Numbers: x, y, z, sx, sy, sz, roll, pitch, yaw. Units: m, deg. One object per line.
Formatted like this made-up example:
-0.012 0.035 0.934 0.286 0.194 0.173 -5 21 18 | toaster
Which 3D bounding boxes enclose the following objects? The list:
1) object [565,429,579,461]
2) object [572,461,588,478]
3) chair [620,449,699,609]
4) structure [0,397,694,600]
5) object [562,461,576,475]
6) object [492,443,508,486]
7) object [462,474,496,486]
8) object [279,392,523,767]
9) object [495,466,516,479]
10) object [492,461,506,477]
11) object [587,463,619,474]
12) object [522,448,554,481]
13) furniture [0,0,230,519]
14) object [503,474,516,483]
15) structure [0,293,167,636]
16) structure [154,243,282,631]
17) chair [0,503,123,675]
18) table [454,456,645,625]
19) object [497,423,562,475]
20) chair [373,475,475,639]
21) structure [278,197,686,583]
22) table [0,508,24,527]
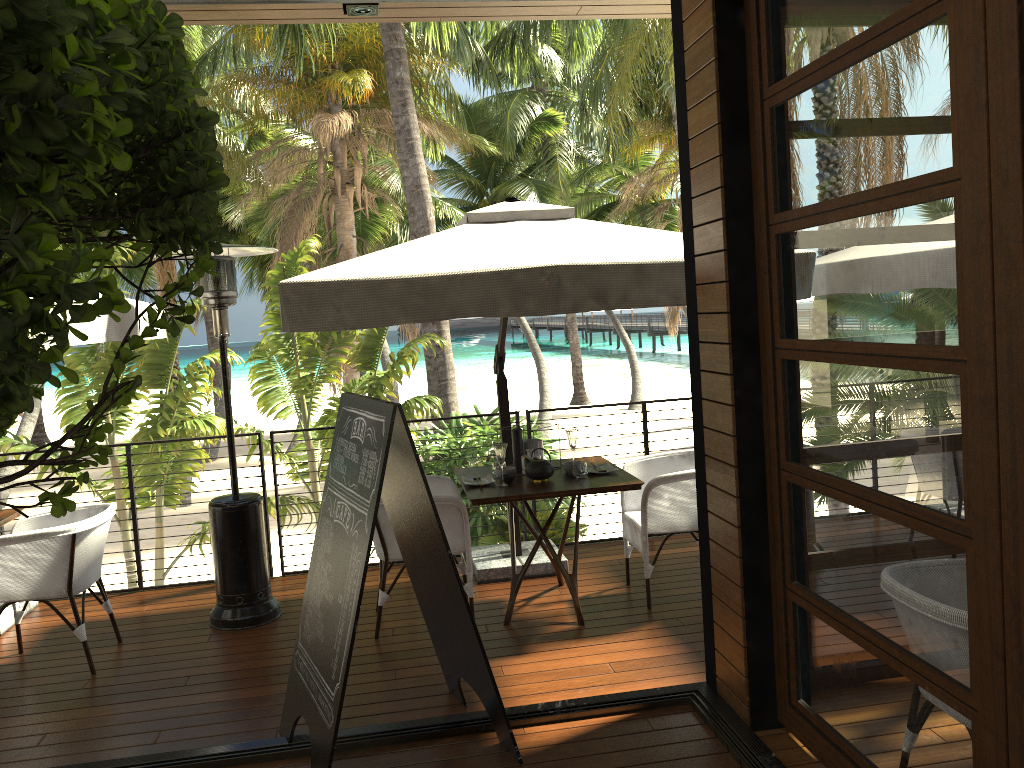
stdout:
0.357 0.380 5.174 0.082 0.226 0.082 -4 4 -8 | object
0.377 0.474 4.903 0.086 0.086 0.086 -4 4 -4 | object
0.990 0.816 5.147 0.617 0.787 0.628 -4 4 -7 | chair
-7.671 1.360 5.073 26.271 1.152 0.163 -4 4 -9 | structure
0.344 0.479 5.010 0.116 0.065 0.116 -4 4 -4 | object
-0.059 0.437 4.806 0.082 0.226 0.082 -4 4 -8 | object
-0.181 0.541 4.912 0.170 0.025 0.295 -4 5 -8 | object
-0.510 0.744 3.465 0.772 1.395 0.769 -5 4 -24 | object
-0.035 0.506 4.981 0.116 0.065 0.116 -4 4 -4 | object
-0.073 0.489 5.086 0.086 0.086 0.086 -4 4 -4 | object
0.493 0.484 5.082 0.170 0.025 0.295 -4 5 -8 | object
0.150 0.442 4.914 0.163 0.178 0.168 -4 4 -10 | object
-1.560 0.382 0.802 2.722 2.719 2.569 -8 6 -43 | furniture
-0.019 0.524 4.885 0.080 0.042 0.080 -5 5 -17 | object
-3.256 0.364 4.579 2.414 2.330 2.416 -4 4 -8 | structure
-1.628 0.279 5.124 0.700 2.190 0.700 -5 4 -21 | structure
-2.394 1.076 4.639 0.617 0.787 0.628 -4 4 -7 | chair
0.194 0.893 5.058 0.932 0.748 0.932 -4 4 -8 | table
0.102 0.379 5.206 0.263 0.263 0.264 -1 5 36 | object
-0.547 0.932 4.941 0.617 0.787 0.628 -4 4 -7 | chair
0.075 0.108 5.079 2.414 2.330 2.416 -4 4 -8 | structure
-3.146 1.149 4.557 0.932 0.748 0.932 -4 4 -8 | table
